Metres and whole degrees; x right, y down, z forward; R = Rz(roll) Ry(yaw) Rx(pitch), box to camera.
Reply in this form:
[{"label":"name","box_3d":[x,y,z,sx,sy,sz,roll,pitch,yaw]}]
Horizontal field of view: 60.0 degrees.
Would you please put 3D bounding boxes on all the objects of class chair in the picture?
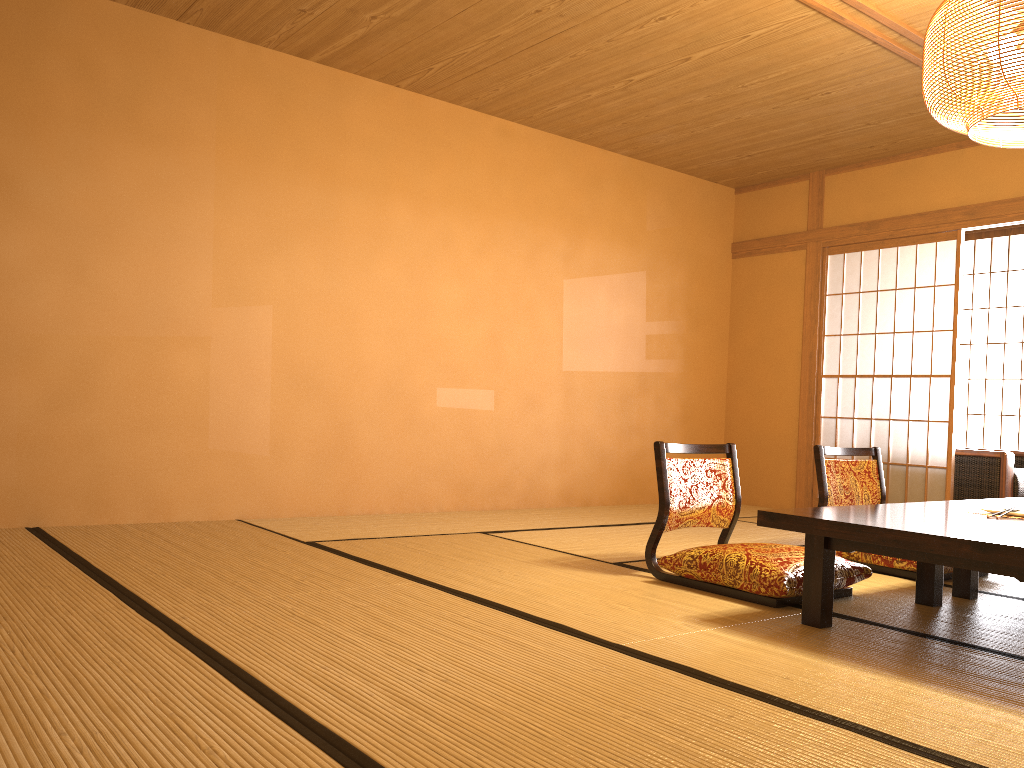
[{"label":"chair","box_3d":[1.795,0.576,4.101,0.583,0.546,0.686,4,-2,-34]},{"label":"chair","box_3d":[3.259,0.603,6.319,0.873,0.779,0.943,4,-2,-38]},{"label":"chair","box_3d":[0.941,0.515,3.431,0.583,0.546,0.699,4,-2,-39]}]

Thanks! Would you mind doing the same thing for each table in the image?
[{"label":"table","box_3d":[1.479,0.615,2.768,0.995,0.356,0.994,4,-2,-38]},{"label":"table","box_3d":[2.264,0.671,3.378,0.995,0.356,0.994,4,-2,-38]}]

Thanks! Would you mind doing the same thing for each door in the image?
[{"label":"door","box_3d":[2.542,-0.024,6.065,0.040,1.933,0.992,3,-1,-38]},{"label":"door","box_3d":[3.872,-0.299,7.089,0.040,1.873,0.992,3,-1,-38]}]

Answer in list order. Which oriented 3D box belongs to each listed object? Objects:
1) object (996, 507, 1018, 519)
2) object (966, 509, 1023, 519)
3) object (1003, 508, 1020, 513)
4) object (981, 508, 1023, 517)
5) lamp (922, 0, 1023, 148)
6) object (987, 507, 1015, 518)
[{"label":"object","box_3d":[1.693,0.440,3.030,0.006,0.030,0.229,2,-2,44]},{"label":"object","box_3d":[1.876,0.464,3.083,0.398,0.003,0.401,4,-2,-38]},{"label":"object","box_3d":[1.739,0.443,3.084,0.015,0.018,0.050,4,-2,-41]},{"label":"object","box_3d":[1.753,0.450,3.088,0.130,0.014,0.180,4,-2,-36]},{"label":"lamp","box_3d":[1.829,-1.278,2.990,0.799,0.825,0.798,3,-1,-14]},{"label":"object","box_3d":[1.679,0.440,3.041,0.229,0.030,0.006,4,-1,-40]}]
